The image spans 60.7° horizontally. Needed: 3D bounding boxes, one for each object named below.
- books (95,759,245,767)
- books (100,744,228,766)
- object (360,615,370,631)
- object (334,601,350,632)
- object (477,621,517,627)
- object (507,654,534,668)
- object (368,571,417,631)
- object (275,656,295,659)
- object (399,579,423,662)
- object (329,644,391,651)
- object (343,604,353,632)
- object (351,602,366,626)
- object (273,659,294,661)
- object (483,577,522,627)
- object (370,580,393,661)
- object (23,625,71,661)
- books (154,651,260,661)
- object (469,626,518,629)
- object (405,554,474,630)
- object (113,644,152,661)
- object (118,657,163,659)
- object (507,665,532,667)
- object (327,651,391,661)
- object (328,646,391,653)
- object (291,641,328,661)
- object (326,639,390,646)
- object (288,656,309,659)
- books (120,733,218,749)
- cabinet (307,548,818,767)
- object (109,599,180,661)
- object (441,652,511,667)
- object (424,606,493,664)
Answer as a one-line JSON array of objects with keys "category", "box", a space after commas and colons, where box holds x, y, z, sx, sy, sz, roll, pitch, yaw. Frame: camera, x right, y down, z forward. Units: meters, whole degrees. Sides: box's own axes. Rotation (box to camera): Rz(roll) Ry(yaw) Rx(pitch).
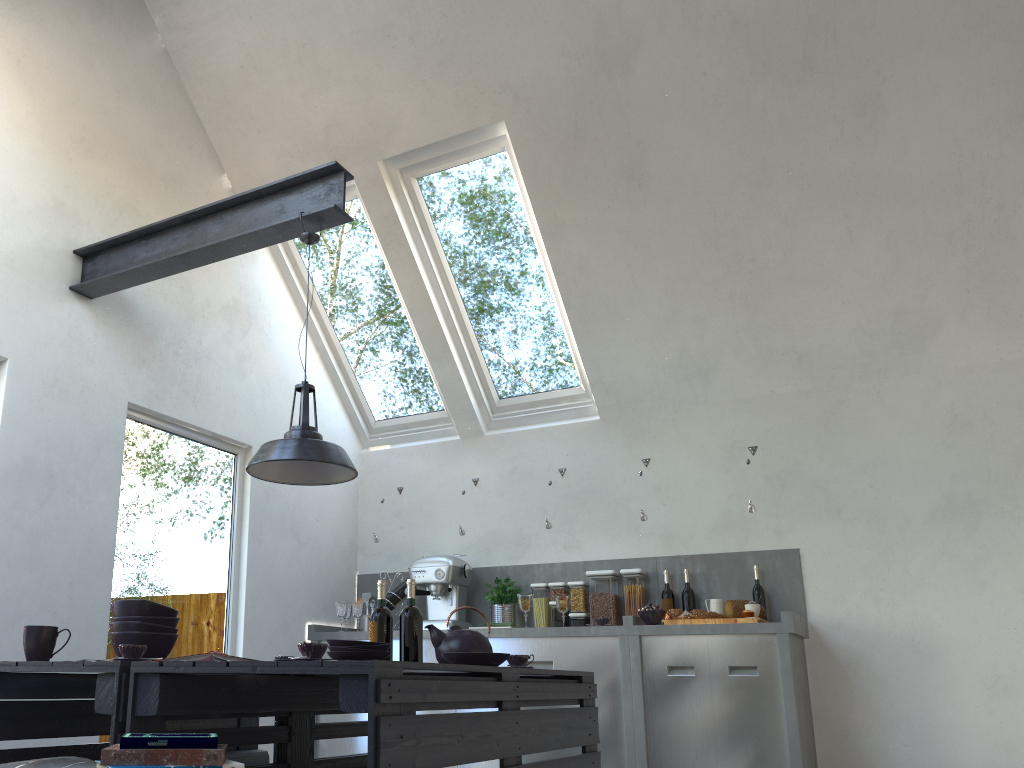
[{"category": "books", "box": [-0.759, 0.854, 1.933, 0.272, 0.033, 0.211, 12, -22, -29]}, {"category": "books", "box": [-0.766, 0.823, 1.943, 0.250, 0.032, 0.182, 4, -19, -10]}, {"category": "object", "box": [-0.958, 1.606, 5.821, 0.103, 0.129, 0.113, 6, -18, -21]}, {"category": "object", "box": [-1.077, 1.476, 5.533, 0.103, 0.188, 0.096, -7, -17, 20]}, {"category": "object", "box": [-0.114, 1.393, 5.064, 0.296, 0.052, 0.135, -16, -25, 40]}, {"category": "object", "box": [0.019, 0.972, 3.054, 0.121, 0.055, 0.114, -6, -19, 19]}, {"category": "object", "box": [-0.797, 1.402, 5.620, 0.316, 0.385, 0.250, 11, -19, -33]}, {"category": "object", "box": [-0.926, 1.135, 3.565, 0.120, 0.055, 0.115, -4, -19, 14]}, {"category": "object", "box": [-0.389, 0.925, 3.372, 0.087, 0.337, 0.097, 8, -17, -29]}, {"category": "object", "box": [-0.544, 0.951, 3.118, 0.243, 0.061, 0.220, -11, -22, 30]}, {"category": "object", "box": [-1.072, 1.523, 5.671, 0.098, 0.188, 0.101, 0, -16, -2]}, {"category": "object", "box": [-0.976, 1.484, 5.552, 0.093, 0.188, 0.105, 12, -20, -39]}, {"category": "object", "box": [-0.669, 0.919, 2.882, 0.249, 0.019, 0.226, -11, -22, 30]}, {"category": "object", "box": [-0.059, 1.345, 5.336, 0.240, 0.334, 0.264, 5, -17, -20]}, {"category": "object", "box": [-0.511, 0.943, 3.428, 0.087, 0.337, 0.097, 6, -17, -24]}, {"category": "object", "box": [-1.460, 0.810, 2.723, 0.135, 0.107, 0.099, -6, -18, 18]}, {"category": "books", "box": [-0.820, 0.765, 2.445, 0.303, 0.029, 0.230, 2, -19, -4]}, {"category": "object", "box": [-0.094, 1.413, 5.049, 0.276, 0.012, 0.176, -8, -21, 24]}, {"category": "object", "box": [-0.455, 1.300, 5.457, 0.378, 0.489, 0.415, -8, -18, 25]}, {"category": "object", "box": [-1.145, 0.814, 2.641, 0.120, 0.055, 0.115, -4, -19, 14]}, {"category": "object", "box": [-1.137, 0.843, 2.676, 0.127, 0.013, 0.029, 9, -20, -23]}, {"category": "object", "box": [0.031, 0.974, 3.009, 0.029, 0.013, 0.126, -13, -23, 35]}, {"category": "object", "box": [-0.545, 0.977, 3.108, 0.221, 0.046, 0.243, 8, -20, -21]}, {"category": "object", "box": [-0.544, 0.962, 3.111, 0.242, 0.061, 0.221, -11, -22, 30]}, {"category": "object", "box": [-0.540, 0.727, 2.367, 0.124, 0.055, 0.111, -12, -22, 33]}, {"category": "object", "box": [-0.551, 0.940, 3.121, 0.241, 0.057, 0.222, -9, -21, 25]}, {"category": "object", "box": [-0.582, 0.744, 2.367, 0.026, 0.013, 0.141, 14, -23, -35]}, {"category": "books", "box": [-0.762, 0.796, 1.950, 0.199, 0.024, 0.151, 6, -20, -15]}, {"category": "cabinet", "box": [0.142, 1.727, 4.996, 3.013, 1.447, 0.549, -9, -18, 28]}, {"category": "object", "box": [-1.253, 0.850, 2.977, 0.204, 0.209, 0.207, -9, -19, 27]}, {"category": "object", "box": [-0.119, 0.915, 2.890, 0.221, 0.046, 0.243, 8, -20, -21]}, {"category": "object", "box": [-0.176, 0.922, 3.167, 0.224, 0.227, 0.211, -9, -19, 27]}]
